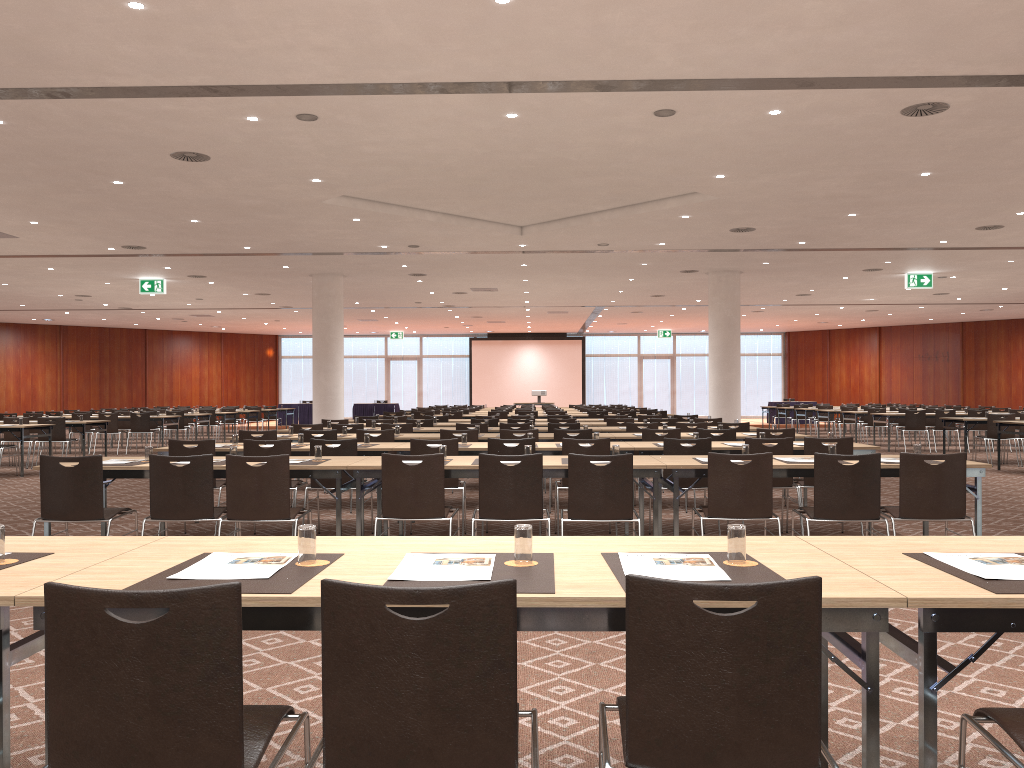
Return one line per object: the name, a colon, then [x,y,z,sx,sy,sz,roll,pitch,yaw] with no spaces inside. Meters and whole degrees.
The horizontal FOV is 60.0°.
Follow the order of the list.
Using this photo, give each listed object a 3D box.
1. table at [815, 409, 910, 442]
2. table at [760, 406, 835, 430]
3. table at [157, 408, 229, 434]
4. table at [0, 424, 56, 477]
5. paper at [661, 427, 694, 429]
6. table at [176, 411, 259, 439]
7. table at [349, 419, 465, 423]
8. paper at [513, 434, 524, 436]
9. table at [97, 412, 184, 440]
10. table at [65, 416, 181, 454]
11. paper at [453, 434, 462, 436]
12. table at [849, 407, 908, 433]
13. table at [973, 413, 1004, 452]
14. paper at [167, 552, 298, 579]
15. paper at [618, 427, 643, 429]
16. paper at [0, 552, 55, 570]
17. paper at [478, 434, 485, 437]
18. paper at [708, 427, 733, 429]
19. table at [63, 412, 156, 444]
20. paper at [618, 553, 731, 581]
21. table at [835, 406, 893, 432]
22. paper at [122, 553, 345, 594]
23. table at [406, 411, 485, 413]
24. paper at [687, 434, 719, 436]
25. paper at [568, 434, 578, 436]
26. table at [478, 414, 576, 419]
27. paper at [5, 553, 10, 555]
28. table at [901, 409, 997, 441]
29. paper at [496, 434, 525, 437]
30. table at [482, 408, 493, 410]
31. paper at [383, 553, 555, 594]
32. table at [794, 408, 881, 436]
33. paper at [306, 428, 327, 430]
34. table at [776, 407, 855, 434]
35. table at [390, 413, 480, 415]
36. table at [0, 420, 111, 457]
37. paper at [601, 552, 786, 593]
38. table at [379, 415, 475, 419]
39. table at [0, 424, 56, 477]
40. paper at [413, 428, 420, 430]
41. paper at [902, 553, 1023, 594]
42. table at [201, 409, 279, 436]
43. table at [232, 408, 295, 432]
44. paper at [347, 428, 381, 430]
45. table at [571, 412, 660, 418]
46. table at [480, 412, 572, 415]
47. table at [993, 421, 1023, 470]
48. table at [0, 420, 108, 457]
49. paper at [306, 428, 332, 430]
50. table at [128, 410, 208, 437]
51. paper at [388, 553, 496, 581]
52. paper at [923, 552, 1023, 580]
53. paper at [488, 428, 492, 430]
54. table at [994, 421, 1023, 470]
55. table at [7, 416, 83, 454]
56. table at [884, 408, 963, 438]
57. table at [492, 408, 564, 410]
table: [9.519,1.121,24.033,2.267,0.833,0.953,0,0,1]
table: [9.670,1.177,30.031,2.267,0.833,0.953,0,0,1]
table: [-10.968,1.271,30.553,2.267,0.833,0.953,0,0,1]
table: [-9.090,1.115,15.000,2.267,0.833,0.953,0,0,1]
paper: [2.381,0.625,12.557,0.460,0.003,0.565,0,-1,1]
table: [-8.800,1.223,26.497,2.267,0.833,0.953,0,0,1]
table: [-2.045,1.102,16.823,2.267,0.833,0.953,0,0,1]
paper: [0.007,0.614,10.683,0.283,0.006,0.398,0,-1,1]
table: [-11.069,1.233,26.554,2.267,0.833,0.953,0,0,1]
table: [-8.951,1.167,20.499,2.267,0.833,0.953,0,0,1]
paper: [-0.620,0.617,10.715,0.283,0.006,0.398,0,-1,1]
table: [11.889,1.148,27.974,2.267,0.833,0.953,0,0,1]
table: [11.687,1.073,19.977,2.267,0.833,0.953,0,0,1]
paper: [-0.819,0.541,2.658,0.283,0.006,0.398,0,-1,0]
paper: [1.755,0.628,12.583,0.460,0.003,0.565,0,-1,1]
paper: [-1.740,0.549,2.622,0.460,0.003,0.565,0,-1,4]
paper: [-0.578,0.620,10.634,0.460,0.003,0.565,0,-1,3]
paper: [3.020,0.622,12.529,0.460,0.003,0.565,0,-1,0]
table: [-11.119,1.215,24.555,2.267,0.833,0.953,0,0,1]
paper: [0.467,0.536,2.615,0.283,0.006,0.398,0,-1,4]
table: [11.940,1.167,29.974,2.267,0.833,0.953,0,0,1]
paper: [-0.784,0.545,2.582,0.460,0.003,0.565,0,-1,3]
table: [-1.855,1.172,24.321,2.267,0.833,0.953,0,0,1]
paper: [2.344,0.607,10.560,0.460,0.003,0.565,0,-1,3]
paper: [0.652,0.611,10.651,0.283,0.006,0.398,0,-1,1]
table: [0.313,1.125,20.264,2.267,0.833,0.953,0,0,1]
paper: [-1.785,0.546,2.699,0.283,0.006,0.398,0,-1,5]
table: [11.788,1.111,23.976,2.267,0.833,0.953,0,0,1]
paper: [0.056,0.617,10.638,0.460,0.003,0.565,0,-1,3]
table: [-1.754,1.210,28.319,2.267,0.833,0.953,0,0,1]
paper: [-0.108,0.541,2.569,0.460,0.003,0.565,0,-1,2]
table: [9.569,1.140,26.032,2.267,0.833,0.953,0,0,1]
paper: [-2.830,0.646,12.761,0.283,0.006,0.398,0,-1,2]
table: [9.620,1.158,28.032,2.267,0.833,0.953,0,0,1]
table: [-1.906,1.154,22.321,2.267,0.833,0.953,0,0,1]
table: [-9.040,1.134,17.000,2.267,0.833,0.953,0,0,1]
paper: [0.519,0.539,2.564,0.460,0.003,0.565,0,-1,-1]
table: [-1.956,1.135,20.322,2.267,0.833,0.953,0,0,1]
table: [-9.090,1.115,15.000,2.267,0.833,0.953,0,0,1]
paper: [-1.523,0.643,12.660,0.460,0.003,0.565,0,-1,1]
paper: [1.465,0.534,2.531,0.460,0.003,0.565,0,-1,1]
table: [-8.749,1.242,28.496,2.267,0.833,0.953,0,0,1]
table: [-8.699,1.260,30.495,2.267,0.833,0.953,0,0,1]
paper: [-2.152,0.646,12.680,0.460,0.003,0.565,0,-1,2]
table: [2.633,1.133,22.206,2.267,0.833,0.953,0,0,1]
table: [0.364,1.144,22.264,2.267,0.833,0.953,0,0,1]
table: [9.279,1.032,14.536,2.267,0.833,0.953,0,0,1]
table: [-9.040,1.134,17.000,2.267,0.833,0.953,0,0,1]
paper: [-2.794,0.649,12.688,0.460,0.003,0.565,0,-1,1]
table: [-11.018,1.252,28.553,2.267,0.833,0.953,0,0,1]
paper: [-0.197,0.539,2.627,0.283,0.006,0.398,0,-1,1]
paper: [1.434,0.531,2.602,0.283,0.006,0.398,0,-1,2]
paper: [-0.517,0.638,12.634,0.460,0.003,0.565,0,-1,2]
table: [9.279,1.032,14.536,2.267,0.833,0.953,0,0,1]
table: [-11.220,1.177,20.556,2.267,0.833,0.953,0,0,1]
table: [11.839,1.129,25.975,2.267,0.833,0.953,0,0,1]
table: [0.515,1.200,28.262,2.267,0.833,0.953,0,0,1]
